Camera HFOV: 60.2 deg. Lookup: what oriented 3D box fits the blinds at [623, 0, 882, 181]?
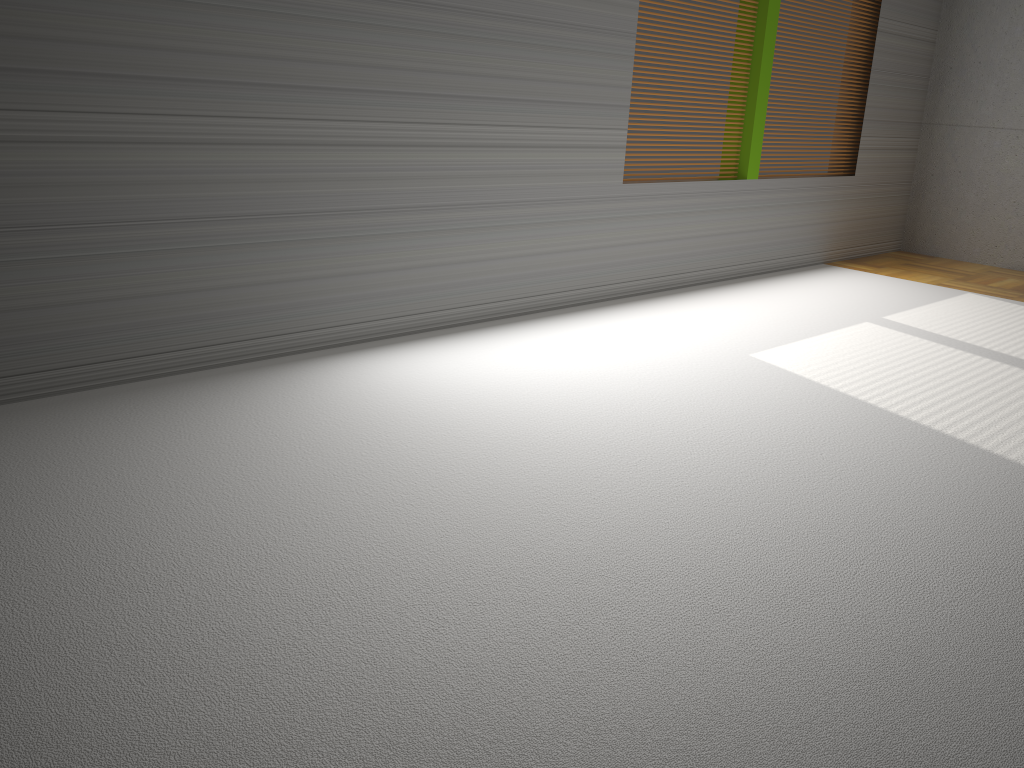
[{"bbox_3d":[1.547,-2.226,5.621,3.558,2.006,0.012,-13,22,-43],"label":"blinds"}]
